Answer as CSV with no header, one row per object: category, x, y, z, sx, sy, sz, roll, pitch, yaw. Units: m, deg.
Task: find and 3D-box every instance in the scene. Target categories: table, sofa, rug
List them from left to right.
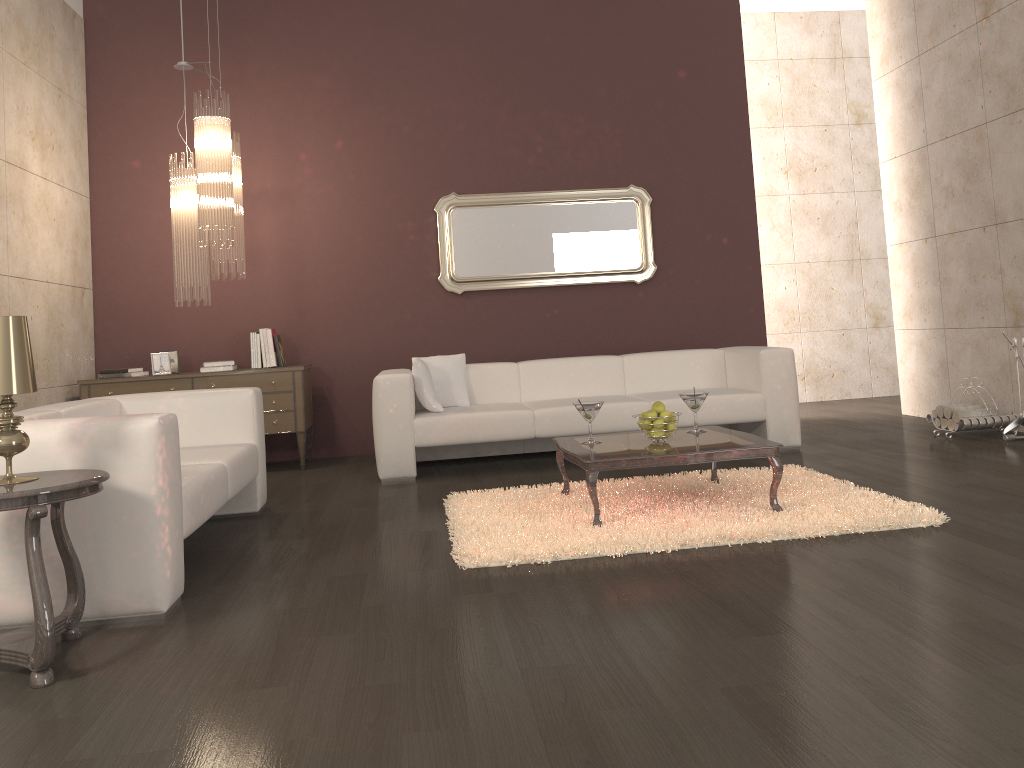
table,-1.436,0.547,2.557,0.511,0.524,0.523,-4,0,16
sofa,-1.707,0.408,3.824,0.943,0.653,2.023,-4,3,-6
sofa,0.466,0.148,6.035,2.783,0.655,0.941,-4,1,-7
table,0.693,0.418,4.112,0.914,0.304,0.903,-4,3,-8
rug,0.689,0.567,4.086,1.998,0.067,1.506,-4,3,-6

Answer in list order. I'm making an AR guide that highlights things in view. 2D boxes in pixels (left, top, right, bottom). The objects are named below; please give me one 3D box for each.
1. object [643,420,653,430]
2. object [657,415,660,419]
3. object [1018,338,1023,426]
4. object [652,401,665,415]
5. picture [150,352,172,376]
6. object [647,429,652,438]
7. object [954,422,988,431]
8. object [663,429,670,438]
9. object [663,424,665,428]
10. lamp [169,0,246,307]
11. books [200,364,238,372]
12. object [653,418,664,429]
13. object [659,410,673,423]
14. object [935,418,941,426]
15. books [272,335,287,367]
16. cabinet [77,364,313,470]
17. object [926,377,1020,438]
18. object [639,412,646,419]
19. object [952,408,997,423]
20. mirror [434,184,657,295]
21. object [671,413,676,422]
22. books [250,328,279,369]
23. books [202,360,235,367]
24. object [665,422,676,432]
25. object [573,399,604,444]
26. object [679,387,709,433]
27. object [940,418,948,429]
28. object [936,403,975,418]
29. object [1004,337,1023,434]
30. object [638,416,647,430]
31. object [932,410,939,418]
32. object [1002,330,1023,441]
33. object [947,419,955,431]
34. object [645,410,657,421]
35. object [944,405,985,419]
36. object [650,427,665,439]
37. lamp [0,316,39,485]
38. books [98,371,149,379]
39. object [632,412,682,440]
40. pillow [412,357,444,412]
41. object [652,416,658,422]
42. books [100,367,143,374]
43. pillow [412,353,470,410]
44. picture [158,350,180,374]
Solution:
object,0.629,0.187,4.067,0.045,0.046,0.044,-4,0,-15
object,0.675,0.144,4.151,0.045,0.049,0.050,-4,0,8
object,3.193,0.006,5.459,0.136,0.591,0.069,-5,-4,17
object,0.684,0.112,4.109,0.062,0.064,0.062,-4,0,-6
picture,-2.492,-0.143,6.252,0.128,0.157,0.050,-3,-3,-36
object,0.661,0.227,4.137,0.055,0.055,0.054,-4,0,5
object,3.039,0.273,5.791,0.243,0.060,0.061,-4,0,-7
object,0.716,0.231,4.114,0.044,0.044,0.043,-4,0,-3
object,0.700,0.181,4.165,0.061,0.062,0.061,-3,0,-42
lamp,-2.029,-1.951,5.976,0.482,2.853,0.483,-6,-4,30
books,-2.121,-0.113,6.382,0.225,0.036,0.307,-4,3,-11
object,0.673,0.182,4.044,0.053,0.051,0.053,-4,0,-2
object,0.714,0.153,4.074,0.062,0.061,0.056,-3,0,-37
object,3.019,0.250,6.003,0.252,0.058,0.056,-4,0,-7
books,-1.715,-0.246,6.499,0.068,0.239,0.171,-3,-1,-6
cabinet,-2.233,0.280,6.354,1.528,0.735,0.529,-4,-1,-6
object,3.089,0.148,5.908,0.502,0.382,0.429,-4,0,-6
object,0.629,0.161,4.164,0.054,0.055,0.054,-3,0,-44
object,3.046,0.207,5.800,0.262,0.079,0.080,-4,0,-7
mirror,0.279,-1.168,7.087,1.783,0.830,0.046,-4,-4,-7
object,0.739,0.163,4.130,0.062,0.055,0.061,-4,0,-13
books,-1.820,-0.265,6.493,0.178,0.291,0.203,-3,-1,-6
books,-2.135,-0.148,6.399,0.211,0.034,0.287,-5,3,-21
object,0.735,0.198,4.081,0.051,0.048,0.051,-4,0,-12
object,0.371,0.172,4.207,0.151,0.218,0.150,-3,-1,-14
object,0.909,0.129,4.377,0.151,0.218,0.150,-3,-2,-31
object,3.043,0.256,5.937,0.276,0.074,0.082,-4,0,-7
object,3.018,0.179,5.976,0.252,0.083,0.081,-4,0,-7
object,3.151,0.010,5.559,0.124,0.607,0.116,-6,-4,33
object,0.623,0.183,4.114,0.066,0.066,0.065,-3,0,-39
object,3.013,0.197,6.035,0.252,0.058,0.056,-4,0,-7
object,3.199,0.007,5.462,0.217,0.702,0.261,-3,-3,-6
object,3.037,0.261,5.859,0.252,0.077,0.079,-4,0,-7
object,0.642,0.145,4.053,0.053,0.051,0.053,-4,0,-6
object,3.029,0.187,5.891,0.252,0.077,0.079,-4,0,-7
object,0.673,0.224,4.076,0.069,0.064,0.067,-4,0,39
lamp,-1.490,0.044,2.599,0.159,0.487,0.159,-5,-3,27
books,-2.791,-0.067,6.330,0.274,0.032,0.201,-3,3,14
object,0.681,0.202,4.109,0.233,0.119,0.234,-2,2,39
pillow,-0.561,0.003,5.803,0.186,0.360,0.375,-3,0,-7
object,0.654,0.156,4.095,0.045,0.044,0.045,-4,0,-35
books,-2.797,-0.095,6.311,0.232,0.027,0.170,-3,3,14
pillow,-0.492,-0.018,6.081,0.376,0.364,0.168,-4,-2,-8
picture,-2.503,-0.159,6.424,0.141,0.172,0.077,-3,-2,-21
